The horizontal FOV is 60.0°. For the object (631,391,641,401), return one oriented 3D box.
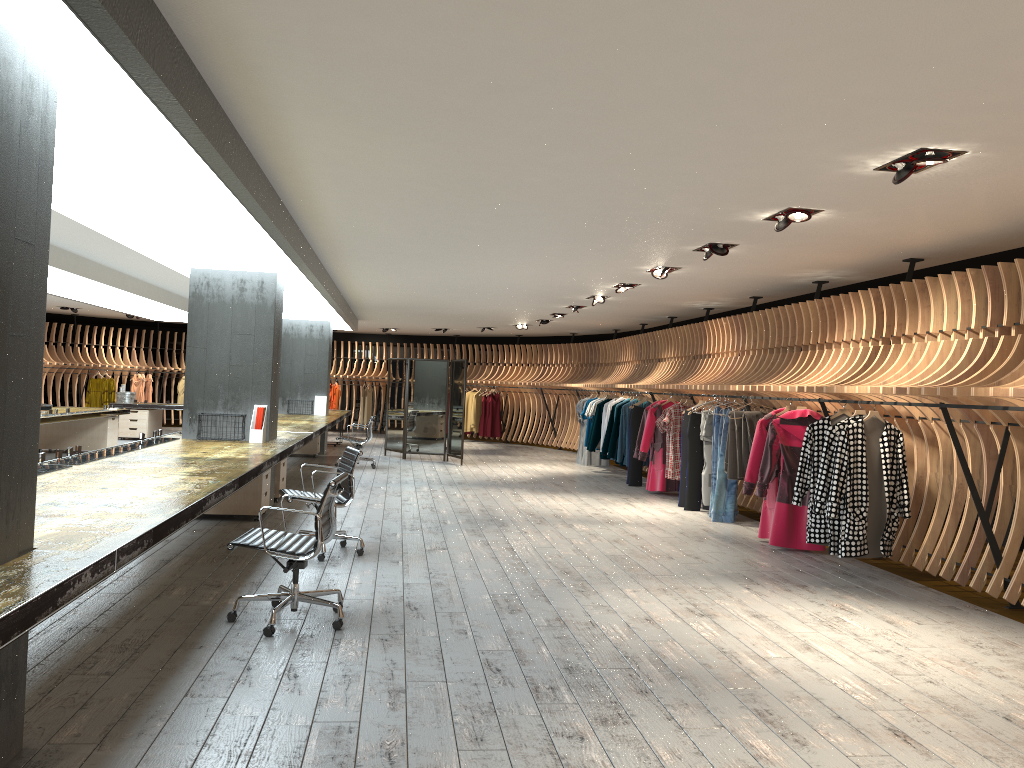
[{"bbox_3d":[2.014,0.255,14.371,0.525,0.270,0.012,3,-1,-7],"label":"object"}]

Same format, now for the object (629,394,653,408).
[{"bbox_3d":[2.084,0.256,13.752,0.525,0.270,0.012,2,-1,18],"label":"object"}]

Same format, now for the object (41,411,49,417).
[{"bbox_3d":[-6.543,0.413,12.170,0.302,0.071,0.209,3,0,-13],"label":"object"}]

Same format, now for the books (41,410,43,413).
[{"bbox_3d":[-7.118,0.410,13.281,0.213,0.026,0.366,2,0,-7],"label":"books"}]

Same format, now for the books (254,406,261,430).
[{"bbox_3d":[-2.655,0.421,9.258,0.048,0.368,0.215,3,-1,-7],"label":"books"}]

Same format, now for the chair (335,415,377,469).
[{"bbox_3d":[-2.572,0.943,14.631,0.667,0.860,0.693,3,-1,-11],"label":"chair"}]

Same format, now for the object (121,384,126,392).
[{"bbox_3d":[-8.053,0.114,18.569,0.262,0.204,0.088,3,-1,-9],"label":"object"}]

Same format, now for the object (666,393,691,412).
[{"bbox_3d":[2.310,0.256,11.904,0.525,0.270,0.012,3,-1,-7],"label":"object"}]

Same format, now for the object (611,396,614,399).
[{"bbox_3d":[1.838,0.256,15.743,0.525,0.270,0.012,3,-1,-7],"label":"object"}]

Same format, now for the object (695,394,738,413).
[{"bbox_3d":[2.470,0.248,10.672,0.549,0.250,0.023,2,-1,-6],"label":"object"}]

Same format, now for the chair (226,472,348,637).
[{"bbox_3d":[-1.311,0.960,5.215,0.667,0.860,0.693,3,-1,-11],"label":"chair"}]

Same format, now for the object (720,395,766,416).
[{"bbox_3d":[2.575,0.246,9.862,0.549,0.243,0.023,2,-1,-6],"label":"object"}]

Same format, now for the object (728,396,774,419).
[{"bbox_3d":[2.628,0.257,9.675,0.547,0.262,0.023,2,-1,-6],"label":"object"}]

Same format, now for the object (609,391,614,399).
[{"bbox_3d":[1.816,0.255,15.823,0.525,0.270,0.012,3,-1,-7],"label":"object"}]

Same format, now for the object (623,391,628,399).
[{"bbox_3d":[1.922,0.249,15.013,0.525,0.270,0.012,3,-1,-7],"label":"object"}]

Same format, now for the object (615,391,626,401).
[{"bbox_3d":[1.891,0.248,15.245,0.525,0.270,0.012,2,-1,-2],"label":"object"}]

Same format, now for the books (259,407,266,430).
[{"bbox_3d":[-2.612,0.422,9.263,0.048,0.368,0.215,3,-1,-7],"label":"books"}]

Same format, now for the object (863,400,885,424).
[{"bbox_3d":[2.929,0.268,7.176,0.525,0.270,0.012,3,-1,-17],"label":"object"}]

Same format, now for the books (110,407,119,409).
[{"bbox_3d":[-6.976,0.419,15.518,0.155,0.025,0.110,3,0,-12],"label":"books"}]

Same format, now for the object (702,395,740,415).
[{"bbox_3d":[2.508,0.246,10.409,0.549,0.243,0.023,2,-1,-1],"label":"object"}]

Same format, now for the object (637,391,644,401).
[{"bbox_3d":[2.039,0.253,14.048,0.525,0.270,0.012,2,-1,3],"label":"object"}]

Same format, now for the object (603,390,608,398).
[{"bbox_3d":[1.761,0.259,16.397,0.523,0.291,0.013,3,-1,-12],"label":"object"}]

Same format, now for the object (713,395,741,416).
[{"bbox_3d":[2.515,0.248,10.301,0.549,0.243,0.023,3,-1,-36],"label":"object"}]

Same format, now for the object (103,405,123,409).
[{"bbox_3d":[-6.980,0.409,15.520,0.302,0.074,0.217,3,0,-13],"label":"object"}]

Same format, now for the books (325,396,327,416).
[{"bbox_3d":[-3.613,0.413,16.721,0.215,0.368,0.075,3,-1,-7],"label":"books"}]

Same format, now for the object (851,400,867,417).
[{"bbox_3d":[2.887,0.267,7.352,0.525,0.270,0.012,3,-1,-7],"label":"object"}]

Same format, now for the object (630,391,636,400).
[{"bbox_3d":[1.982,0.252,14.479,0.525,0.270,0.012,3,-1,-7],"label":"object"}]

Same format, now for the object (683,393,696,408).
[{"bbox_3d":[2.330,0.263,11.692,0.524,0.286,0.015,3,-1,-22],"label":"object"}]

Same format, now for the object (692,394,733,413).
[{"bbox_3d":[2.458,0.244,10.768,0.549,0.243,0.023,2,-1,29],"label":"object"}]

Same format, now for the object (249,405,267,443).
[{"bbox_3d":[-2.646,0.415,9.253,0.129,0.383,0.239,3,-1,-7],"label":"object"}]

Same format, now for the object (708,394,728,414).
[{"bbox_3d":[2.483,0.244,10.565,0.023,0.243,0.549,1,-1,44],"label":"object"}]

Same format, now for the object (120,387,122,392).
[{"bbox_3d":[-8.145,0.116,18.471,0.062,0.109,0.062,3,-1,-41],"label":"object"}]

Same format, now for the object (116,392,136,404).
[{"bbox_3d":[-8.105,0.291,18.615,0.303,0.239,0.497,3,0,-7],"label":"object"}]

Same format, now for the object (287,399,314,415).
[{"bbox_3d":[-3.934,0.439,16.493,0.459,0.290,0.329,2,-1,-5],"label":"object"}]

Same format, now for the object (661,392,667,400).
[{"bbox_3d":[2.196,0.255,12.791,0.525,0.270,0.012,3,-1,-7],"label":"object"}]

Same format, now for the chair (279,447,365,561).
[{"bbox_3d":[-1.583,0.957,7.275,0.667,0.860,0.693,3,-1,-31],"label":"chair"}]

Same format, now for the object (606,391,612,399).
[{"bbox_3d":[1.771,0.259,16.004,0.524,0.284,0.014,2,-1,3],"label":"object"}]

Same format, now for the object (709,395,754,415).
[{"bbox_3d":[2.550,0.255,10.184,0.548,0.256,0.023,2,-1,18],"label":"object"}]

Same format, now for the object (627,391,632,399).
[{"bbox_3d":[1.960,0.254,14.681,0.525,0.270,0.012,2,-1,-2],"label":"object"}]

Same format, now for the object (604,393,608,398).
[{"bbox_3d":[1.765,0.261,16.291,0.524,0.285,0.013,3,-1,-12],"label":"object"}]

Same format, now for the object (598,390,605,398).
[{"bbox_3d":[1.685,0.257,16.582,0.523,0.289,0.015,2,-1,3],"label":"object"}]

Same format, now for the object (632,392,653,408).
[{"bbox_3d":[2.096,0.256,13.572,0.525,0.270,0.012,2,-1,-2],"label":"object"}]

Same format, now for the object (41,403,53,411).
[{"bbox_3d":[-7.418,0.358,13.929,0.261,0.111,0.373,2,0,-7],"label":"object"}]

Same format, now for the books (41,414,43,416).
[{"bbox_3d":[-6.539,0.424,12.167,0.155,0.025,0.110,3,0,-12],"label":"books"}]

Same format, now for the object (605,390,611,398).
[{"bbox_3d":[1.765,0.249,16.177,0.525,0.270,0.012,3,-1,-22],"label":"object"}]

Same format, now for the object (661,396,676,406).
[{"bbox_3d":[2.249,0.257,12.550,0.525,0.270,0.012,2,-1,3],"label":"object"}]

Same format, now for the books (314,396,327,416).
[{"bbox_3d":[-3.609,0.413,16.693,0.215,0.368,0.073,3,-1,-7],"label":"books"}]

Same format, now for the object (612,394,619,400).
[{"bbox_3d":[1.841,0.256,15.615,0.525,0.270,0.012,2,-1,-2],"label":"object"}]

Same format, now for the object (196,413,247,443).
[{"bbox_3d":[-2.993,0.451,9.151,0.459,0.290,0.329,3,-1,-10],"label":"object"}]

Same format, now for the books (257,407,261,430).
[{"bbox_3d":[-2.633,0.421,9.261,0.048,0.368,0.215,3,-1,-7],"label":"books"}]

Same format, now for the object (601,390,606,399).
[{"bbox_3d":[1.727,0.252,16.480,0.525,0.270,0.012,2,-1,-2],"label":"object"}]
